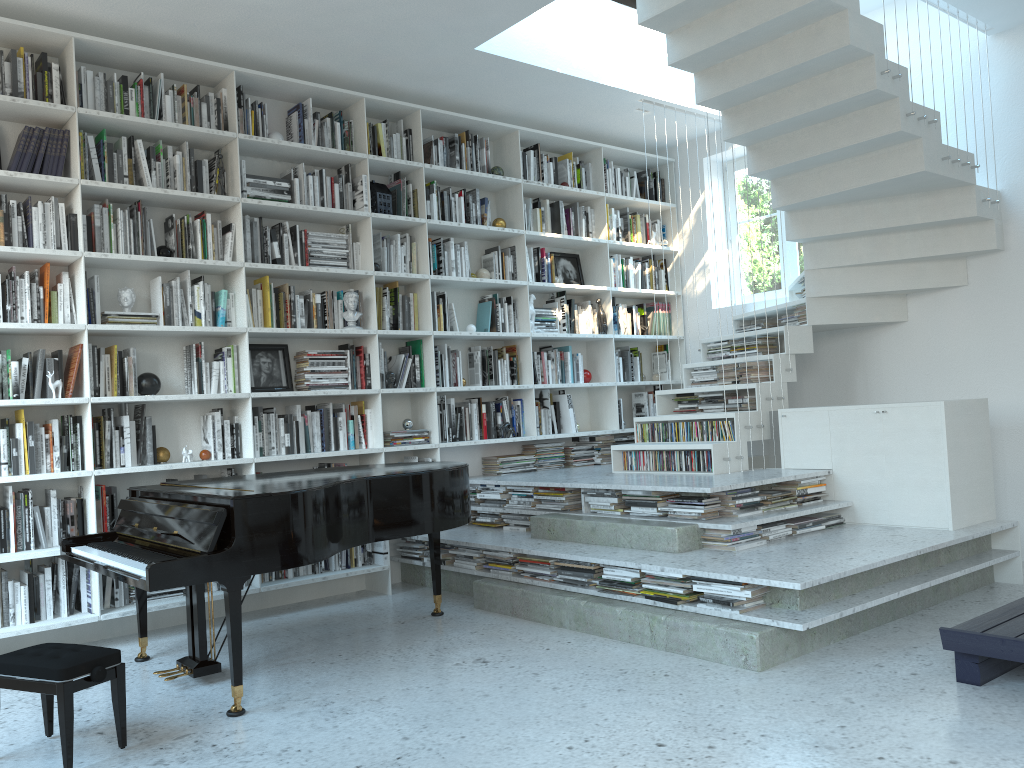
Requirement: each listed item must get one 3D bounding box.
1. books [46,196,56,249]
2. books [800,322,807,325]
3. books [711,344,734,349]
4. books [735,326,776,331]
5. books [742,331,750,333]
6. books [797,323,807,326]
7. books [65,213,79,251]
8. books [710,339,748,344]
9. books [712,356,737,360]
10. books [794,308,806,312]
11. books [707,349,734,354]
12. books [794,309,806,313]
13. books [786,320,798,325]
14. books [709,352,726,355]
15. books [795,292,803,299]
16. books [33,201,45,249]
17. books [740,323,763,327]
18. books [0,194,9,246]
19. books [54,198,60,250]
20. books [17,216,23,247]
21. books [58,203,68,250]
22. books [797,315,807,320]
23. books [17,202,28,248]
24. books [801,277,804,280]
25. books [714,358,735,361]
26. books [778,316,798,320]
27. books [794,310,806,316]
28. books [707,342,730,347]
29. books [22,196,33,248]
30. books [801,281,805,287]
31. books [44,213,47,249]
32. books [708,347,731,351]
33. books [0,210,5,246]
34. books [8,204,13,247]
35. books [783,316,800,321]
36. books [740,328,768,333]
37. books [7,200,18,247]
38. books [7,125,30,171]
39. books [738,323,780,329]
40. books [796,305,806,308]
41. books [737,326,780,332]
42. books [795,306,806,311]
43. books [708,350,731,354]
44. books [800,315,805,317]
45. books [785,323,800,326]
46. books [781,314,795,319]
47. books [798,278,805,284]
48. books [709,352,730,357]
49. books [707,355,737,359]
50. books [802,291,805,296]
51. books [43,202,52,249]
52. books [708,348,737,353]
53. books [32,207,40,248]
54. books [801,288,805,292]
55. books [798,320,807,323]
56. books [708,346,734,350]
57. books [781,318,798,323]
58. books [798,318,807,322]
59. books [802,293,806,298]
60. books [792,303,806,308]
[{"bbox_3d":[-2.369,-0.798,4.548,0.012,0.291,0.182,-2,-2,-39],"label":"books"},{"bbox_3d":[2.051,-0.410,5.935,0.210,0.015,0.130,-3,-2,-12],"label":"books"},{"bbox_3d":[1.577,-0.272,6.392,0.136,0.017,0.298,-2,-2,-23],"label":"books"},{"bbox_3d":[1.833,-0.416,6.626,0.184,0.006,0.262,-2,-2,-33],"label":"books"},{"bbox_3d":[1.838,-0.387,6.627,0.182,0.011,0.253,-2,-2,-32],"label":"books"},{"bbox_3d":[2.056,-0.399,5.919,0.260,0.009,0.153,-3,-2,-10],"label":"books"},{"bbox_3d":[-2.293,-0.757,4.587,0.039,0.202,0.236,-2,-2,-39],"label":"books"},{"bbox_3d":[1.560,-0.302,6.386,0.165,0.014,0.236,-2,-2,-22],"label":"books"},{"bbox_3d":[1.572,-0.188,6.386,0.149,0.014,0.228,-2,-2,-27],"label":"books"},{"bbox_3d":[2.050,-0.498,5.924,0.285,0.007,0.159,-3,-2,-13],"label":"books"},{"bbox_3d":[1.557,-0.235,6.381,0.170,0.006,0.268,-2,-2,-28],"label":"books"},{"bbox_3d":[2.051,-0.492,5.922,0.290,0.006,0.149,-3,-2,-10],"label":"books"},{"bbox_3d":[2.034,-0.431,6.166,0.141,0.022,0.230,-3,-2,-16],"label":"books"},{"bbox_3d":[1.567,-0.224,6.385,0.152,0.005,0.293,-2,-2,-27],"label":"books"},{"bbox_3d":[2.096,-0.623,6.147,0.226,0.013,0.284,-4,-2,24],"label":"books"},{"bbox_3d":[-2.415,-0.783,4.519,0.022,0.263,0.174,-2,-2,-39],"label":"books"},{"bbox_3d":[1.848,-0.441,6.636,0.160,0.008,0.239,-2,-2,-30],"label":"books"},{"bbox_3d":[-2.547,-0.790,4.432,0.025,0.286,0.161,-2,-2,-39],"label":"books"},{"bbox_3d":[-2.364,-0.797,4.568,0.022,0.289,0.169,-2,-2,-39],"label":"books"},{"bbox_3d":[-2.496,-0.741,4.473,0.022,0.186,0.136,-2,-2,-39],"label":"books"},{"bbox_3d":[-2.339,-0.785,4.584,0.035,0.264,0.177,-2,-2,-39],"label":"books"},{"bbox_3d":[2.055,-0.450,5.915,0.238,0.018,0.173,-3,-2,-12],"label":"books"},{"bbox_3d":[-2.484,-0.778,4.492,0.035,0.260,0.131,-2,-2,-39],"label":"books"},{"bbox_3d":[2.062,-0.705,5.899,0.261,0.016,0.128,-4,-2,12],"label":"books"},{"bbox_3d":[1.580,-0.175,6.389,0.146,0.014,0.211,-2,-2,-24],"label":"books"},{"bbox_3d":[2.010,-0.466,6.162,0.192,0.006,0.299,-3,-2,-14],"label":"books"},{"bbox_3d":[2.050,-0.478,5.910,0.262,0.023,0.200,-3,-2,-12],"label":"books"},{"bbox_3d":[1.552,-0.287,6.382,0.190,0.015,0.230,-2,-2,-25],"label":"books"},{"bbox_3d":[-2.455,-0.790,4.493,0.012,0.281,0.188,-2,-2,-39],"label":"books"},{"bbox_3d":[2.063,-0.676,5.897,0.250,0.017,0.135,-4,-2,11],"label":"books"},{"bbox_3d":[-2.408,-0.754,4.539,0.013,0.206,0.172,-2,-2,-39],"label":"books"},{"bbox_3d":[1.559,-0.253,6.383,0.162,0.008,0.290,-3,-2,-20],"label":"books"},{"bbox_3d":[-2.549,-0.745,4.393,0.029,0.195,0.192,-2,-2,-39],"label":"books"},{"bbox_3d":[-2.524,-0.764,4.435,0.013,0.232,0.171,-2,-2,-39],"label":"books"},{"bbox_3d":[2.024,-0.458,6.165,0.161,0.012,0.254,-3,-2,-15],"label":"books"},{"bbox_3d":[1.857,-0.398,6.639,0.145,0.010,0.266,-2,-2,-30],"label":"books"},{"bbox_3d":[-2.518,-0.778,4.460,0.029,0.260,0.157,-2,-2,-39],"label":"books"},{"bbox_3d":[-2.511,-1.151,4.487,0.110,0.279,0.174,-2,-2,-39],"label":"books"},{"bbox_3d":[1.844,-0.428,6.633,0.150,0.017,0.288,-2,-2,-24],"label":"books"},{"bbox_3d":[2.051,-0.521,5.914,0.266,0.008,0.163,-3,-2,-19],"label":"books"},{"bbox_3d":[1.838,-0.408,6.628,0.169,0.010,0.283,-2,-2,-24],"label":"books"},{"bbox_3d":[2.046,-0.508,5.936,0.262,0.016,0.132,-3,-2,-16],"label":"books"},{"bbox_3d":[1.559,-0.229,6.382,0.184,0.006,0.262,-2,-2,-24],"label":"books"},{"bbox_3d":[2.051,-0.462,5.925,0.208,0.008,0.144,-3,-2,-19],"label":"books"},{"bbox_3d":[2.013,-0.410,6.160,0.175,0.017,0.265,-3,-2,-10],"label":"books"},{"bbox_3d":[2.008,-0.477,6.162,0.182,0.016,0.199,-3,-2,-18],"label":"books"},{"bbox_3d":[2.056,-0.691,5.866,0.283,0.012,0.175,-3,-2,6],"label":"books"},{"bbox_3d":[1.560,-0.212,6.382,0.166,0.018,0.264,-3,-2,-20],"label":"books"},{"bbox_3d":[1.560,-0.199,6.381,0.176,0.009,0.275,-2,-2,-26],"label":"books"},{"bbox_3d":[2.062,-0.613,5.873,0.250,0.017,0.181,-4,-2,11],"label":"books"},{"bbox_3d":[-2.401,-0.783,4.559,0.024,0.266,0.155,-2,-2,-39],"label":"books"},{"bbox_3d":[1.557,-0.243,6.382,0.171,0.011,0.232,-2,-2,-28],"label":"books"},{"bbox_3d":[-2.435,-0.766,4.502,0.030,0.230,0.172,-2,-2,-39],"label":"books"},{"bbox_3d":[2.061,-0.635,5.872,0.256,0.010,0.163,-3,-2,6],"label":"books"},{"bbox_3d":[2.056,-0.422,5.915,0.241,0.008,0.168,-3,-2,-11],"label":"books"},{"bbox_3d":[1.558,-0.260,6.383,0.168,0.005,0.292,-2,-2,-21],"label":"books"},{"bbox_3d":[2.013,-0.446,6.162,0.170,0.010,0.233,-3,-2,-19],"label":"books"},{"bbox_3d":[2.056,-0.433,5.913,0.223,0.015,0.180,-3,-2,-15],"label":"books"},{"bbox_3d":[2.066,-0.596,5.888,0.247,0.015,0.142,-4,-2,9],"label":"books"},{"bbox_3d":[2.047,-0.529,5.928,0.300,0.007,0.159,-3,-2,-14],"label":"books"}]
